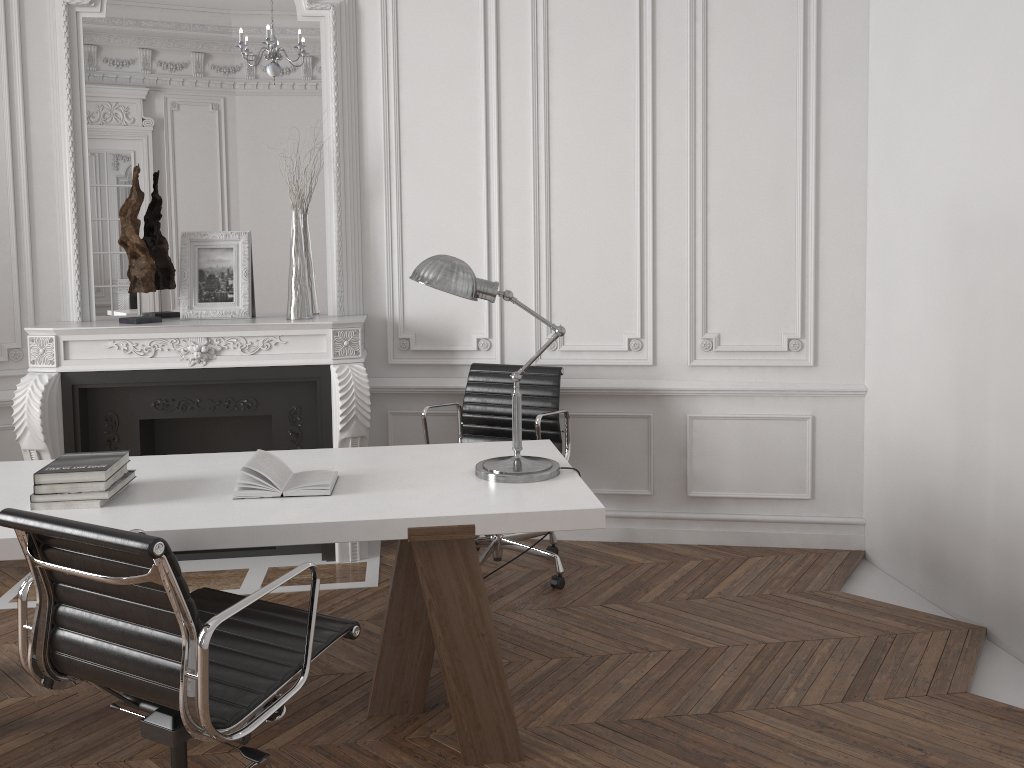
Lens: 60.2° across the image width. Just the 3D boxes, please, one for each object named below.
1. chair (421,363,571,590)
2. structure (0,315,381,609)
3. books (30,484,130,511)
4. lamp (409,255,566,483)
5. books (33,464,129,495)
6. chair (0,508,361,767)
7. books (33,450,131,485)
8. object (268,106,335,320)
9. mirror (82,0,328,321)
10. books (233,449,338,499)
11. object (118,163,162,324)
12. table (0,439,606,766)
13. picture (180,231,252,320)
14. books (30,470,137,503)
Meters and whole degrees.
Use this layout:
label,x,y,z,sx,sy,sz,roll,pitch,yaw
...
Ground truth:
label,x,y,z,sx,sy,sz,roll,pitch,yaw
chair,-0.091,0.406,3.948,0.693,0.918,0.672,1,6,17
structure,-1.440,0.309,4.125,1.605,1.178,0.814,-2,5,-7
books,-1.260,0.322,2.593,0.191,0.022,0.244,-2,8,-5
lamp,-0.072,-0.060,2.787,0.488,0.695,0.270,-1,4,-7
books,-1.255,0.275,2.590,0.191,0.028,0.241,-2,8,-9
chair,-0.737,0.697,2.041,0.693,0.918,0.672,1,6,19
books,-1.256,0.243,2.597,0.191,0.032,0.261,-2,8,-9
object,-0.983,-0.839,4.273,0.290,1.048,0.297,2,5,31
mirror,-1.501,-1.184,4.357,1.122,1.804,0.001,-1,4,-7
books,-0.678,0.265,2.670,0.278,0.095,0.228,-2,8,-5
object,-1.770,-0.664,4.168,0.143,0.749,0.166,2,5,35
table,-1.095,0.687,2.729,2.621,0.745,0.907,-2,7,-7
picture,-1.463,-0.537,4.364,0.340,0.433,0.096,-2,4,-7
books,-1.253,0.298,2.601,0.212,0.022,0.261,-2,8,-7
